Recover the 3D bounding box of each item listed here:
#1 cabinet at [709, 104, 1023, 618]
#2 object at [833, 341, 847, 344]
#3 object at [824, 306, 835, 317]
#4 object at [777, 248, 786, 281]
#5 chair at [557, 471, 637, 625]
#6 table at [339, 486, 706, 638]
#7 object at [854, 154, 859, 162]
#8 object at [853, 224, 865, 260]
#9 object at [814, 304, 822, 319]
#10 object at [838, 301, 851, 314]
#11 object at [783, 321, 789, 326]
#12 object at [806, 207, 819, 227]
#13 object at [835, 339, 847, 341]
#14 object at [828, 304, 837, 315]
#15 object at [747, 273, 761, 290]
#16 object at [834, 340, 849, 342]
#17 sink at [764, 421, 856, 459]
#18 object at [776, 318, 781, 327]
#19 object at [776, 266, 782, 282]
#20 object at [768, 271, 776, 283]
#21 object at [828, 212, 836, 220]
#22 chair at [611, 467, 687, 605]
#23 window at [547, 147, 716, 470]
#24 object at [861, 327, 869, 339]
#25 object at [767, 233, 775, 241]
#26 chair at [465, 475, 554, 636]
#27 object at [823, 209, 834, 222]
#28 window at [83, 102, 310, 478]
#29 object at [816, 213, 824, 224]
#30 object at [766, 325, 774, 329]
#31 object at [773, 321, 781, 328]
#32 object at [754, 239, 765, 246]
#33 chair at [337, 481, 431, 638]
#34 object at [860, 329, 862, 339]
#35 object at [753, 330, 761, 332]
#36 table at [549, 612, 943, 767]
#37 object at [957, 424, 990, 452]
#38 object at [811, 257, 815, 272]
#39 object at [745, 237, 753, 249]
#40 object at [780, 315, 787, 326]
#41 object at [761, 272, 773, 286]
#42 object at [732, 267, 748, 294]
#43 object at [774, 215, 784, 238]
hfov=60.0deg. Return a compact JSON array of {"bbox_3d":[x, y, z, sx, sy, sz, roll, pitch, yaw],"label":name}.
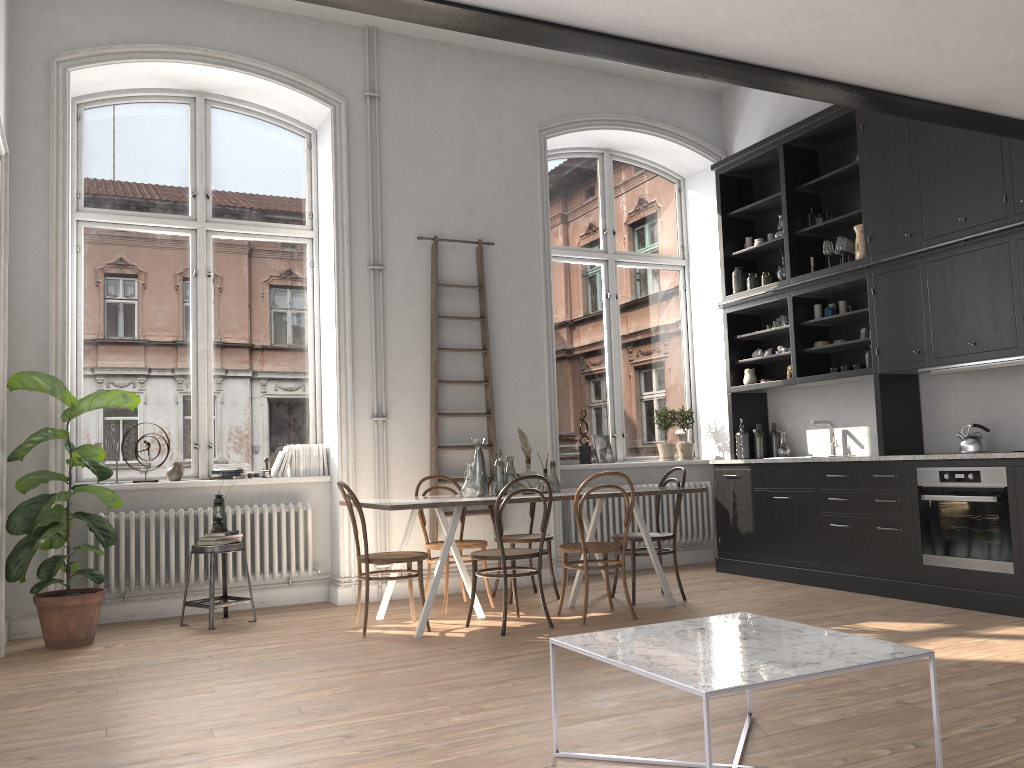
[{"bbox_3d":[2.645,-0.328,6.390,0.635,3.581,3.253,0,-5,-26],"label":"cabinet"},{"bbox_3d":[2.588,-0.309,6.968,0.132,0.038,0.132,-4,-5,22],"label":"object"},{"bbox_3d":[2.492,-0.552,6.965,0.082,0.093,0.140,-5,-6,29],"label":"object"},{"bbox_3d":[2.227,-1.009,7.241,0.134,0.357,0.134,-4,-5,19],"label":"object"},{"bbox_3d":[0.528,1.015,5.612,0.438,0.920,0.549,-1,-5,-15],"label":"chair"},{"bbox_3d":[0.082,1.126,5.909,2.200,0.779,1.101,0,-5,-26],"label":"table"},{"bbox_3d":[2.650,-1.696,6.736,0.056,0.121,0.167,-2,-5,-1],"label":"object"},{"bbox_3d":[2.574,-1.038,6.535,0.094,0.266,0.116,-3,-5,16],"label":"object"},{"bbox_3d":[2.446,-0.562,7.073,0.059,0.135,0.082,-5,-5,32],"label":"object"},{"bbox_3d":[2.599,-0.580,6.934,0.059,0.135,0.082,2,-6,-43],"label":"object"},{"bbox_3d":[2.269,-0.491,7.310,0.071,0.047,0.072,-3,-5,12],"label":"object"},{"bbox_3d":[2.418,-1.323,7.136,0.084,0.199,0.065,-2,-5,-4],"label":"object"},{"bbox_3d":[2.588,-0.325,6.969,0.112,0.036,0.112,-4,-5,17],"label":"object"},{"bbox_3d":[2.544,-0.567,7.062,0.082,0.135,0.059,-2,-5,2],"label":"object"},{"bbox_3d":[2.075,-0.870,7.619,0.114,0.155,0.114,0,-5,-22],"label":"object"},{"bbox_3d":[2.588,-0.317,6.968,0.123,0.036,0.124,2,-6,-38],"label":"object"},{"bbox_3d":[2.369,0.545,7.025,0.514,0.504,0.526,0,-5,-26],"label":"sink"},{"bbox_3d":[2.272,-0.503,7.523,0.060,0.107,0.060,-5,-5,32],"label":"object"},{"bbox_3d":[2.292,-0.901,7.515,0.092,0.184,0.092,-1,-5,-11],"label":"object"},{"bbox_3d":[2.235,-0.879,7.684,0.092,0.184,0.092,-5,-5,29],"label":"object"},{"bbox_3d":[2.534,-1.299,7.019,0.044,0.121,0.058,-2,-5,1],"label":"object"},{"bbox_3d":[0.975,1.059,6.296,0.549,0.920,0.438,-1,-5,-13],"label":"chair"},{"bbox_3d":[5.149,-4.733,14.096,14.385,15.924,26.416,0,-5,-26],"label":"window"},{"bbox_3d":[2.625,-0.372,6.595,0.058,0.094,0.058,-3,-5,13],"label":"object"},{"bbox_3d":[2.256,-1.237,7.700,0.059,0.135,0.082,-2,-5,-3],"label":"object"},{"bbox_3d":[-0.014,1.015,5.390,0.438,0.920,0.549,1,-5,-30],"label":"chair"},{"bbox_3d":[2.545,-1.317,7.128,0.065,0.177,0.084,-2,-5,-4],"label":"object"},{"bbox_3d":[-2.363,-0.743,6.745,1.622,2.841,0.013,0,-5,-26],"label":"window"},{"bbox_3d":[2.448,-1.294,7.048,0.053,0.125,0.041,-5,-5,31],"label":"object"},{"bbox_3d":[2.192,-0.470,7.517,0.071,0.047,0.072,-3,-5,12],"label":"object"},{"bbox_3d":[2.223,-0.489,7.440,0.064,0.069,0.064,-4,-5,22],"label":"object"},{"bbox_3d":[2.160,-1.211,7.734,0.096,0.095,0.096,-3,-5,8],"label":"object"},{"bbox_3d":[-0.789,1.049,5.469,0.549,0.920,0.438,-1,-5,-18],"label":"chair"},{"bbox_3d":[2.638,-0.367,6.666,0.058,0.094,0.058,-3,-5,13],"label":"object"},{"bbox_3d":[2.158,-0.444,7.803,0.071,0.047,0.072,-3,-5,12],"label":"object"},{"bbox_3d":[0.701,1.027,2.826,0.849,0.391,0.850,0,-5,-26],"label":"table"},{"bbox_3d":[3.024,0.352,5.820,0.171,0.185,0.171,-1,-5,-15],"label":"object"},{"bbox_3d":[2.389,-0.934,7.047,0.123,0.161,0.123,-1,-5,-17],"label":"object"},{"bbox_3d":[2.091,-1.220,7.821,0.059,0.135,0.082,-2,-5,2],"label":"object"},{"bbox_3d":[2.265,-0.515,7.382,0.060,0.107,0.060,-2,-5,2],"label":"object"},{"bbox_3d":[2.169,-0.876,7.551,0.096,0.150,0.097,1,-6,-37],"label":"object"},{"bbox_3d":[1.994,-0.898,7.742,0.118,0.238,0.118,2,-6,-40],"label":"object"},{"bbox_3d":[2.265,-1.303,7.433,0.132,0.219,0.132,-6,-6,38],"label":"object"}]
